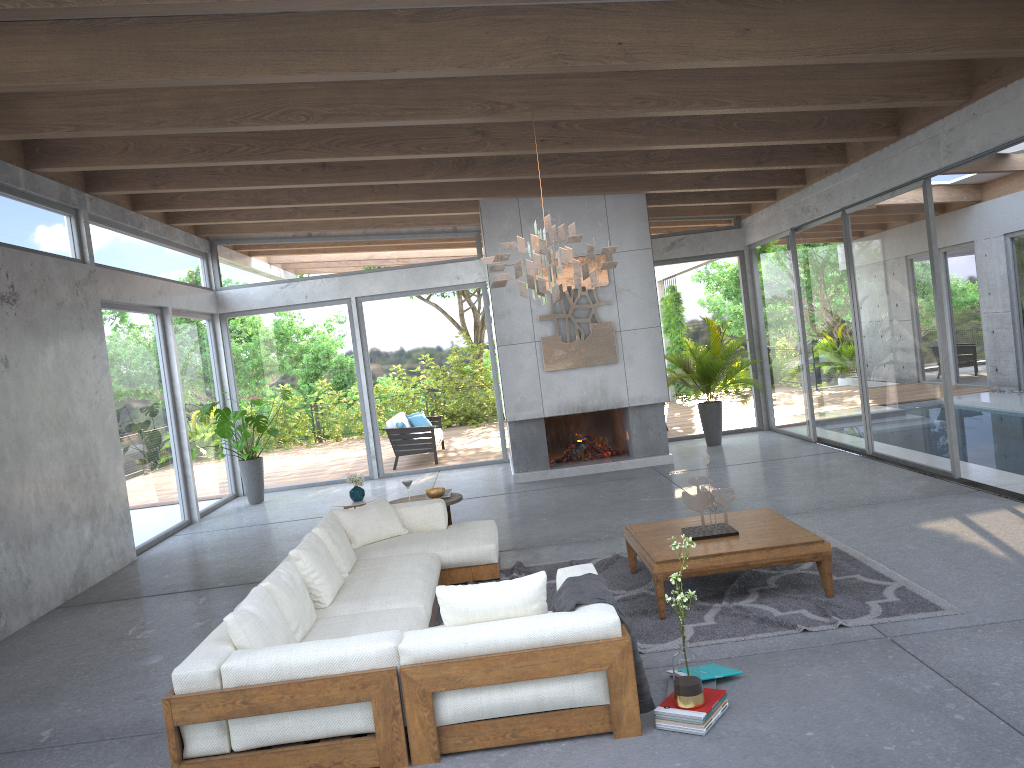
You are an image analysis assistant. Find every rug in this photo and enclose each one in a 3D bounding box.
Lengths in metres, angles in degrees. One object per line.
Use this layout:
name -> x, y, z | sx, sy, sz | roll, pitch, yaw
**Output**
rug -> 0.793, 1.333, 5.747 | 3.186, 0.056, 2.187 | -7, 2, -1

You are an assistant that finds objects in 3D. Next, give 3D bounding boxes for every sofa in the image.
sofa -> -0.513, 1.223, 5.560 | 1.965, 0.777, 3.733 | -7, 2, -1

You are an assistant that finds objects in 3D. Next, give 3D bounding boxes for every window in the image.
window -> 1.035, -0.533, 5.337 | 14.294, 3.764, 23.280 | -7, 2, -1

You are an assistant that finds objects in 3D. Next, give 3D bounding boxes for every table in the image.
table -> -0.768, 1.246, 7.804 | 0.725, 0.441, 0.725 | -9, 3, -40
table -> 1.335, 1.123, 5.697 | 1.048, 0.352, 1.112 | -7, 2, -1

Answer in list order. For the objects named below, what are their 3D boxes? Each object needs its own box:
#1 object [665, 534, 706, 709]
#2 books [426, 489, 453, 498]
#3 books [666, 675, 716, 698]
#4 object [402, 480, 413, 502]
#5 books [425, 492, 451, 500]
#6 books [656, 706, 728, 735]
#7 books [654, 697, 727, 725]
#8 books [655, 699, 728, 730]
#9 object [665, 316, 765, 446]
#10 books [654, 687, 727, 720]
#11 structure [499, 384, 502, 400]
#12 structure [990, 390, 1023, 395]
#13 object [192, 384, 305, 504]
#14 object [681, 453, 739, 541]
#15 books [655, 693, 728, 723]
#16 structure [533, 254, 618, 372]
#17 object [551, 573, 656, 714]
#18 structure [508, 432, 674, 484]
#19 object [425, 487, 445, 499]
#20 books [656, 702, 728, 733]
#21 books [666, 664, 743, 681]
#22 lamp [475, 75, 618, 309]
object -> 0.718, 1.000, 3.741 | 0.171, 0.750, 0.238 | -6, 3, 20
books -> -0.654, 0.982, 7.969 | 0.205, 0.012, 0.290 | -7, 2, 4
books -> 0.837, 1.405, 4.124 | 0.219, 0.012, 0.286 | -6, 2, 14
object -> -0.886, 0.939, 7.611 | 0.099, 0.212, 0.099 | -6, 3, 30
books -> -0.660, 0.996, 7.972 | 0.220, 0.015, 0.303 | -7, 2, -2
books -> 0.780, 1.436, 3.832 | 0.219, 0.012, 0.286 | -5, 3, 34
books -> 0.777, 1.399, 3.845 | 0.219, 0.012, 0.286 | -5, 3, 34
books -> 0.777, 1.412, 3.830 | 0.219, 0.012, 0.286 | -5, 3, 34
object -> 2.694, -0.062, 12.210 | 1.484, 1.819, 1.798 | -7, 2, 6
books -> 0.774, 1.374, 3.839 | 0.219, 0.012, 0.286 | -5, 3, 34
structure -> -2.836, 1.140, 13.903 | 15.587, 3.022, 31.708 | -5, 3, 40
structure -> 8.115, 0.384, 7.665 | 0.477, 0.068, 13.673 | -7, 2, -1
object -> -3.604, 0.842, 12.088 | 1.416, 1.540, 1.731 | -6, 3, 18
object -> 1.256, 0.694, 5.701 | 0.346, 0.518, 0.379 | -7, 2, -1
books -> 0.778, 1.387, 3.835 | 0.219, 0.012, 0.286 | -5, 3, 34
structure -> 0.776, -0.873, 10.906 | 0.919, 1.351, 0.041 | -7, 2, -1
object -> 0.279, 1.298, 4.135 | 0.857, 0.704, 0.472 | -7, 2, -5
structure -> 0.953, 0.783, 12.100 | 2.012, 0.595, 2.203 | -7, 2, -1
object -> -0.664, 0.966, 7.729 | 0.173, 0.097, 0.173 | -8, 3, -22
books -> 0.779, 1.424, 3.826 | 0.219, 0.012, 0.286 | -5, 3, 34
books -> 0.914, 1.374, 4.224 | 0.288, 0.074, 0.219 | -8, 3, -26
lamp -> 0.074, -1.158, 5.473 | 0.636, 1.400, 0.862 | -9, 3, -44
